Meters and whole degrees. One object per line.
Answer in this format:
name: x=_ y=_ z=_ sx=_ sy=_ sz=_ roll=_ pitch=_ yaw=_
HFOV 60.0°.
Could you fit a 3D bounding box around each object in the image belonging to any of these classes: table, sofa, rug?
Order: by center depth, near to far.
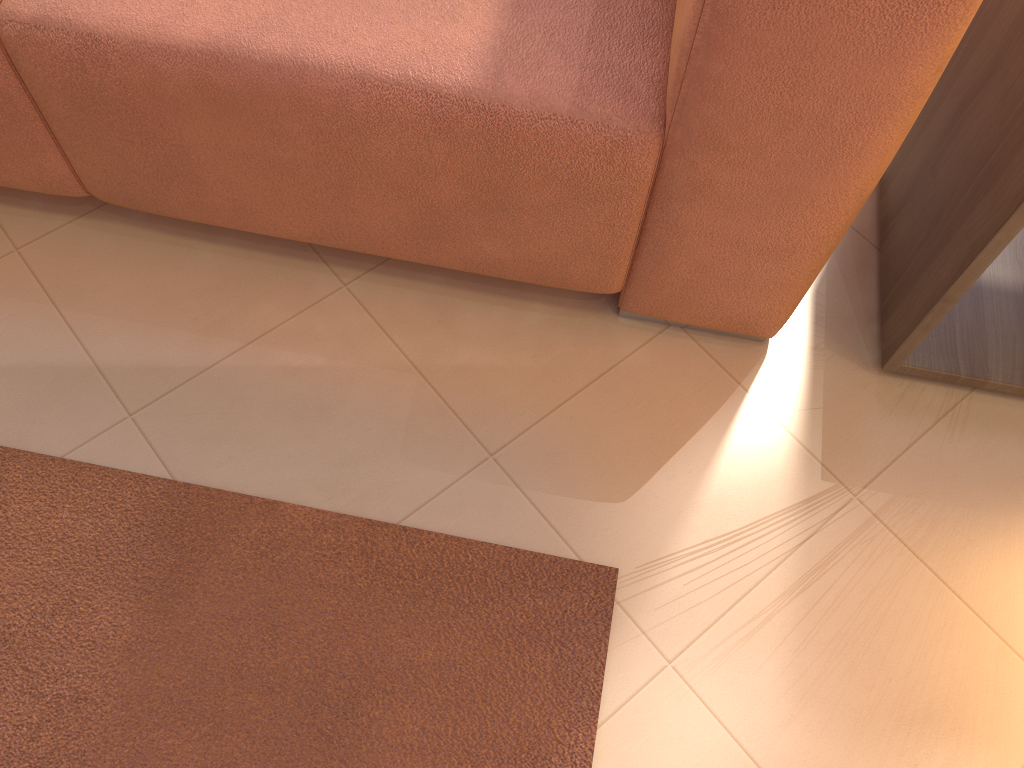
rug: x=-1.328 y=0.777 z=0.734 sx=2.626 sy=0.005 sz=1.833 roll=11 pitch=62 yaw=3
table: x=0.790 y=-0.257 z=1.124 sx=0.469 sy=0.436 sz=0.415 roll=11 pitch=62 yaw=3
sofa: x=-0.867 y=-0.848 z=1.240 sx=2.781 sy=0.672 sz=0.943 roll=11 pitch=62 yaw=3
